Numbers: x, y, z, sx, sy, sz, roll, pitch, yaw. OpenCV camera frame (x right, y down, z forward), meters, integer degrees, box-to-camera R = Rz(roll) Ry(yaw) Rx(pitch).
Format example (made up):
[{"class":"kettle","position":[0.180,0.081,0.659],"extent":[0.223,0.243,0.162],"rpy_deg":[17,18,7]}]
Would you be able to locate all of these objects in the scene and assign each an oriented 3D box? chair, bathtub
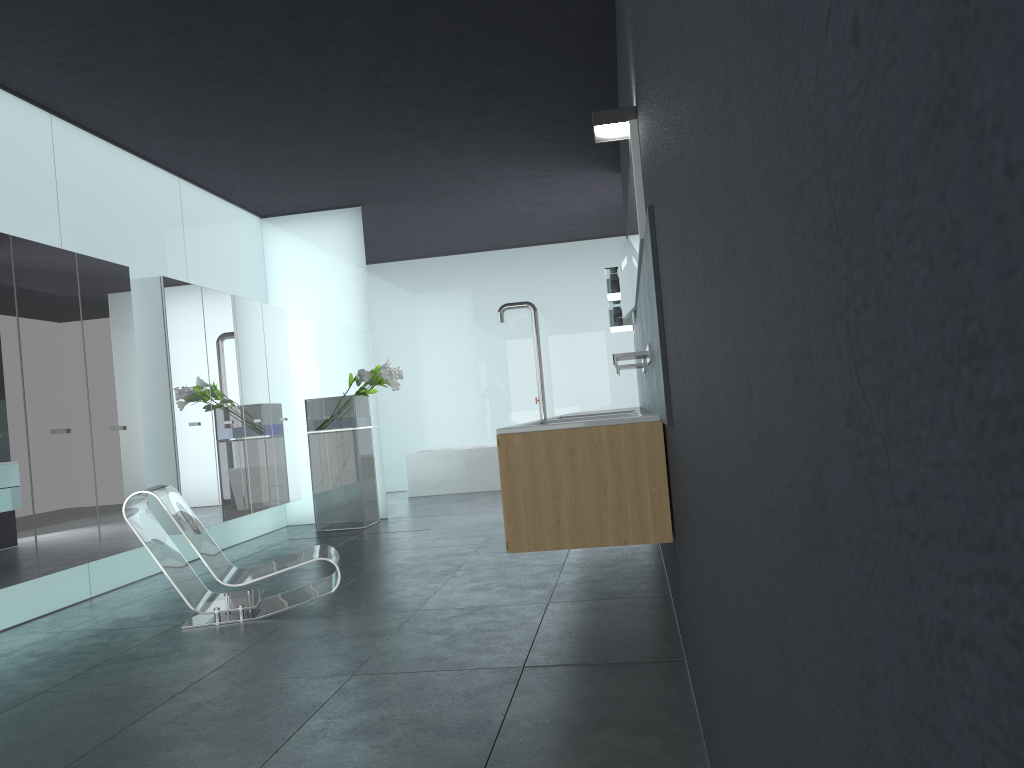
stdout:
[{"class":"chair","position":[-1.783,1.058,5.813],"extent":[1.261,0.871,0.629],"rpy_deg":[-5,-1,-11]},{"class":"bathtub","position":[-0.570,1.204,13.676],"extent":[1.978,0.858,0.960],"rpy_deg":[-5,-1,7]}]

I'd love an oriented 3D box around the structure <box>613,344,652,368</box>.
[{"class":"structure","position":[0.617,-0.141,4.581],"extent":[0.186,0.088,0.482],"rpy_deg":[-5,-2,7]}]

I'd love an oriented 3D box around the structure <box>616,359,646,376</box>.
[{"class":"structure","position":[0.800,-0.114,5.988],"extent":[0.186,0.088,0.482],"rpy_deg":[-5,-2,7]}]

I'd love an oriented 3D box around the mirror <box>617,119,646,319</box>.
[{"class":"mirror","position":[0.788,-0.870,5.766],"extent":[0.109,0.532,3.723],"rpy_deg":[-5,-2,6]}]

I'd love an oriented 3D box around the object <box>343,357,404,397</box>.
[{"class":"object","position":[-1.755,0.101,10.006],"extent":[1.024,0.779,0.974],"rpy_deg":[-5,-1,-1]}]

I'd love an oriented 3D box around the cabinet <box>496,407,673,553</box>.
[{"class":"cabinet","position":[0.673,0.497,6.669],"extent":[0.734,0.556,5.583],"rpy_deg":[-5,-2,7]}]

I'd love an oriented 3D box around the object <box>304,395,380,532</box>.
[{"class":"object","position":[-1.941,0.895,10.185],"extent":[0.585,1.491,0.575],"rpy_deg":[-5,-1,7]}]

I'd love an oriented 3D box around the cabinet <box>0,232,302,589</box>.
[{"class":"cabinet","position":[-3.118,0.190,7.340],"extent":[0.398,2.215,6.005],"rpy_deg":[-5,-2,7]}]

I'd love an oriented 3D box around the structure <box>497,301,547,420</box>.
[{"class":"structure","position":[0.195,0.177,13.572],"extent":[0.643,2.871,0.123],"rpy_deg":[-5,-1,7]}]

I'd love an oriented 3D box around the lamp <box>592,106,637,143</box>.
[{"class":"lamp","position":[0.478,-1.201,4.118],"extent":[0.198,0.066,0.277],"rpy_deg":[-5,-2,7]}]

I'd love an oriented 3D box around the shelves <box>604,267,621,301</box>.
[{"class":"shelves","position":[1.096,-1.014,9.035],"extent":[0.265,0.285,0.770],"rpy_deg":[-5,-2,7]}]

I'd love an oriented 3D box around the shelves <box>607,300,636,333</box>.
[{"class":"shelves","position":[1.124,-0.688,9.032],"extent":[0.265,0.285,0.770],"rpy_deg":[-5,-2,7]}]
